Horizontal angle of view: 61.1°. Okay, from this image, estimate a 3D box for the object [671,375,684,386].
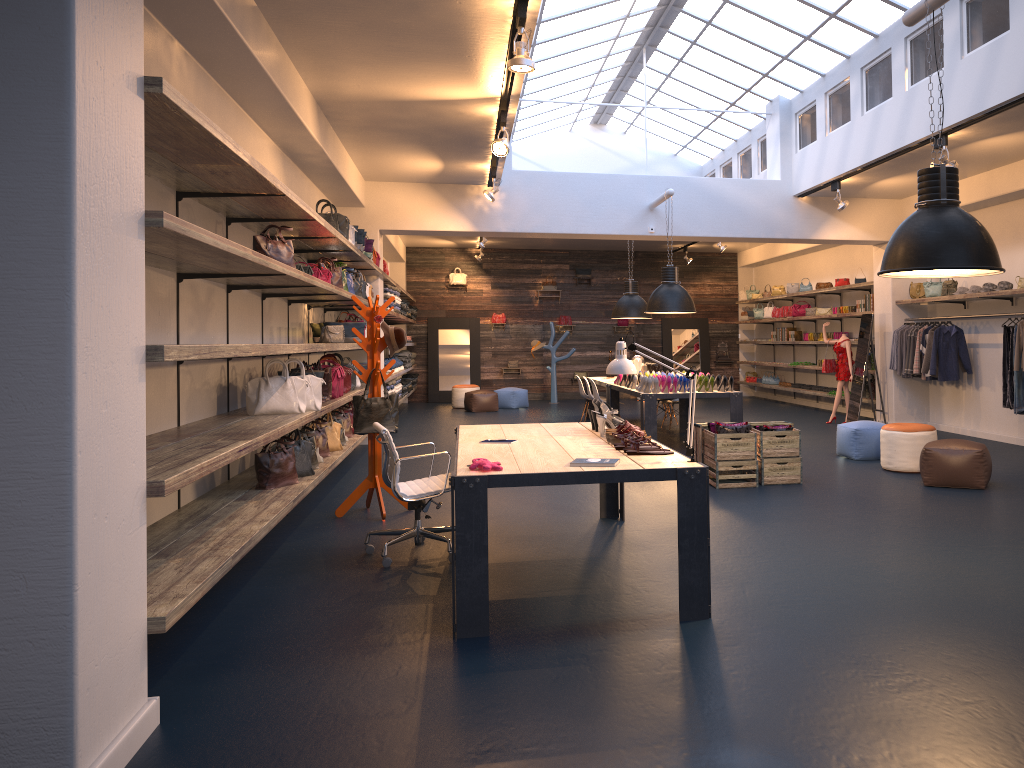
[{"bbox_3d":[2.124,-0.024,11.049,0.208,0.195,0.234,0,1,-9],"label":"object"}]

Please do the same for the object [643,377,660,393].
[{"bbox_3d":[1.673,0.011,10.379,0.204,0.195,0.239,0,1,-1],"label":"object"}]

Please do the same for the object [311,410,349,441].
[{"bbox_3d":[-1.785,0.395,8.450,0.165,0.367,0.412,0,1,35],"label":"object"}]

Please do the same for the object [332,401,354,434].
[{"bbox_3d":[-1.760,0.343,9.208,0.179,0.386,0.455,0,1,31],"label":"object"}]

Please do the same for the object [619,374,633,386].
[{"bbox_3d":[1.592,-0.068,12.017,0.207,0.195,0.236,0,1,-7],"label":"object"}]

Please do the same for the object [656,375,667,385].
[{"bbox_3d":[1.874,-0.019,10.982,0.205,0.195,0.239,0,1,-2],"label":"object"}]

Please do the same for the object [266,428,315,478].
[{"bbox_3d":[-1.600,0.484,6.277,0.179,0.386,0.456,0,1,32],"label":"object"}]

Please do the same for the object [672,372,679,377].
[{"bbox_3d":[2.260,-0.077,12.149,0.209,0.195,0.233,0,1,-11],"label":"object"}]

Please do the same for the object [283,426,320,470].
[{"bbox_3d":[-1.599,0.497,6.595,0.200,0.339,0.405,0,1,35],"label":"object"}]

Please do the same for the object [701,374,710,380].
[{"bbox_3d":[2.529,-0.043,11.404,0.202,0.195,0.241,0,1,1],"label":"object"}]

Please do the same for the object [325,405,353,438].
[{"bbox_3d":[-1.742,0.389,8.834,0.202,0.339,0.403,0,1,31],"label":"object"}]

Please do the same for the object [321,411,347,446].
[{"bbox_3d":[-1.684,0.423,8.139,0.200,0.339,0.405,0,1,35],"label":"object"}]

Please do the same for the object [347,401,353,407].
[{"bbox_3d":[-1.820,0.320,10.254,0.202,0.339,0.403,0,1,31],"label":"object"}]

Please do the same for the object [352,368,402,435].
[{"bbox_3d":[-1.058,0.138,6.760,0.381,0.524,0.198,0,-1,-3],"label":"object"}]

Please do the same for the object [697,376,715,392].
[{"bbox_3d":[2.358,0.000,10.534,0.211,0.195,0.231,-1,1,-14],"label":"object"}]

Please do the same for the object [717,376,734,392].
[{"bbox_3d":[2.609,-0.003,10.581,0.207,0.195,0.236,0,1,-7],"label":"object"}]

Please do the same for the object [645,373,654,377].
[{"bbox_3d":[1.853,-0.059,11.797,0.207,0.195,0.236,0,1,-7],"label":"object"}]

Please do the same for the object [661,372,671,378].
[{"bbox_3d":[2.093,-0.063,11.862,0.207,0.195,0.236,0,1,-7],"label":"object"}]

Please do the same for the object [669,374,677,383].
[{"bbox_3d":[2.082,-0.036,11.299,0.207,0.195,0.236,0,1,-7],"label":"object"}]

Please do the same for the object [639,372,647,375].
[{"bbox_3d":[1.813,-0.072,12.079,0.205,0.195,0.238,0,1,-4],"label":"object"}]

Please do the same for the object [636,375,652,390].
[{"bbox_3d":[1.671,-0.016,10.935,0.214,0.195,0.228,-1,1,-21],"label":"object"}]

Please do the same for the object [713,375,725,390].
[{"bbox_3d":[2.591,-0.017,10.856,0.207,0.195,0.236,0,1,-7],"label":"object"}]

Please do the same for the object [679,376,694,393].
[{"bbox_3d":[2.120,0.002,10.506,0.203,0.195,0.241,0,1,1],"label":"object"}]

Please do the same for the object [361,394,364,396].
[{"bbox_3d":[-1.846,0.282,11.071,0.200,0.339,0.405,0,1,35],"label":"object"}]

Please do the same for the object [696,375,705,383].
[{"bbox_3d":[2.366,-0.025,11.059,0.210,0.195,0.233,0,1,-11],"label":"object"}]

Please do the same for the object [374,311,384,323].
[{"bbox_3d":[-1.044,-0.528,6.790,0.083,0.112,0.061,0,0,-27],"label":"object"}]

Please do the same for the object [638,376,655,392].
[{"bbox_3d":[1.658,-0.003,10.658,0.212,0.195,0.230,-1,1,-15],"label":"object"}]

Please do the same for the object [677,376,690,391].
[{"bbox_3d":[2.120,-0.011,10.792,0.207,0.195,0.236,0,1,-7],"label":"object"}]

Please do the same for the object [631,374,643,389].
[{"bbox_3d":[1.634,-0.030,11.229,0.202,0.195,0.242,0,1,2],"label":"object"}]

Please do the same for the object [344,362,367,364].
[{"bbox_3d":[-2.097,-0.162,11.393,0.447,0.236,0.165,-1,1,-27],"label":"object"}]

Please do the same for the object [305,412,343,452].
[{"bbox_3d":[-1.680,0.413,7.753,0.179,0.386,0.455,0,1,31],"label":"object"}]

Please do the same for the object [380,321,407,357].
[{"bbox_3d":[-0.939,-0.358,6.955,0.185,0.290,0.269,0,1,1],"label":"object"}]

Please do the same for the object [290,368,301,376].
[{"bbox_3d":[-1.619,0.034,6.484,0.342,0.309,0.153,0,0,-1],"label":"object"}]

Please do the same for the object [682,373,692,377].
[{"bbox_3d":[2.323,-0.053,11.628,0.207,0.195,0.236,0,1,-7],"label":"object"}]

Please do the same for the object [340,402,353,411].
[{"bbox_3d":[-1.761,0.356,9.528,0.200,0.339,0.405,0,1,35],"label":"object"}]

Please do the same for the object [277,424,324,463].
[{"bbox_3d":[-1.702,0.467,6.941,0.165,0.367,0.412,0,1,35],"label":"object"}]

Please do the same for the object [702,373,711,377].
[{"bbox_3d":[2.572,-0.056,11.667,0.209,0.195,0.233,0,1,-11],"label":"object"}]

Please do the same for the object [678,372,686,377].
[{"bbox_3d":[2.325,-0.066,11.905,0.207,0.195,0.236,0,1,-7],"label":"object"}]

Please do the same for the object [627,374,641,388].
[{"bbox_3d":[1.629,-0.043,11.497,0.210,0.195,0.233,0,1,-11],"label":"object"}]

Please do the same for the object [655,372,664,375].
[{"bbox_3d":[2.047,-0.075,12.127,0.207,0.195,0.236,0,1,-7],"label":"object"}]

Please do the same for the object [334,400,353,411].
[{"bbox_3d":[-1.864,0.326,9.874,0.165,0.367,0.412,0,1,35],"label":"object"}]

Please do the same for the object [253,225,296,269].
[{"bbox_3d":[-1.600,-0.920,5.926,0.202,0.339,0.403,0,1,31],"label":"object"}]

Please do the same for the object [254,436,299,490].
[{"bbox_3d":[-1.581,0.529,5.901,0.202,0.339,0.403,0,1,31],"label":"object"}]

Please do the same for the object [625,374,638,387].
[{"bbox_3d":[1.634,-0.056,11.768,0.203,0.195,0.241,0,1,1],"label":"object"}]

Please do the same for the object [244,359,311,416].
[{"bbox_3d":[-1.613,0.018,5.989,0.458,0.386,0.178,-1,0,-31],"label":"object"}]

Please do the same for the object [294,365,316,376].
[{"bbox_3d":[-1.585,0.020,6.618,0.239,0.329,0.107,0,-1,-4],"label":"object"}]

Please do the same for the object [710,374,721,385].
[{"bbox_3d":[2.591,-0.030,11.133,0.207,0.195,0.236,0,1,-7],"label":"object"}]

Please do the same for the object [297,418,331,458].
[{"bbox_3d":[-1.659,0.461,7.321,0.202,0.339,0.403,0,1,31],"label":"object"}]

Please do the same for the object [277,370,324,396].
[{"bbox_3d":[-1.630,0.037,6.751,0.328,0.285,0.188,0,0,10],"label":"object"}]

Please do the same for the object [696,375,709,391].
[{"bbox_3d":[2.361,-0.013,10.803,0.207,0.195,0.236,0,1,-7],"label":"object"}]

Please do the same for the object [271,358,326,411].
[{"bbox_3d":[-1.557,0.006,6.229,0.458,0.386,0.178,-1,0,-31],"label":"object"}]

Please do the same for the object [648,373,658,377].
[{"bbox_3d":[1.859,-0.045,11.513,0.207,0.195,0.236,0,1,-7],"label":"object"}]

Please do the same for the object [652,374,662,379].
[{"bbox_3d":[1.871,-0.032,11.240,0.203,0.195,0.241,0,1,1],"label":"object"}]

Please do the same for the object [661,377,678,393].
[{"bbox_3d":[1.901,0.007,10.438,0.209,0.195,0.234,0,1,-10],"label":"object"}]

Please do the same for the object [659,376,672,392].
[{"bbox_3d":[1.883,-0.007,10.717,0.207,0.195,0.236,0,1,-7],"label":"object"}]

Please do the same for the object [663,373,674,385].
[{"bbox_3d":[2.077,-0.050,11.602,0.214,0.195,0.236,0,1,-7],"label":"object"}]
